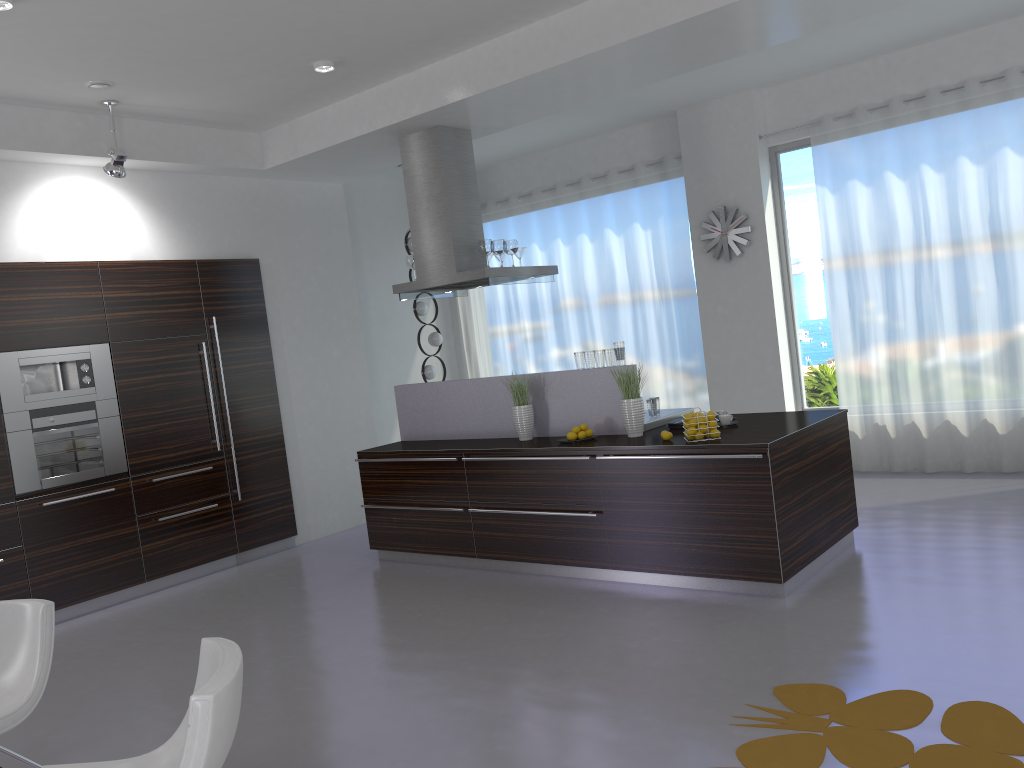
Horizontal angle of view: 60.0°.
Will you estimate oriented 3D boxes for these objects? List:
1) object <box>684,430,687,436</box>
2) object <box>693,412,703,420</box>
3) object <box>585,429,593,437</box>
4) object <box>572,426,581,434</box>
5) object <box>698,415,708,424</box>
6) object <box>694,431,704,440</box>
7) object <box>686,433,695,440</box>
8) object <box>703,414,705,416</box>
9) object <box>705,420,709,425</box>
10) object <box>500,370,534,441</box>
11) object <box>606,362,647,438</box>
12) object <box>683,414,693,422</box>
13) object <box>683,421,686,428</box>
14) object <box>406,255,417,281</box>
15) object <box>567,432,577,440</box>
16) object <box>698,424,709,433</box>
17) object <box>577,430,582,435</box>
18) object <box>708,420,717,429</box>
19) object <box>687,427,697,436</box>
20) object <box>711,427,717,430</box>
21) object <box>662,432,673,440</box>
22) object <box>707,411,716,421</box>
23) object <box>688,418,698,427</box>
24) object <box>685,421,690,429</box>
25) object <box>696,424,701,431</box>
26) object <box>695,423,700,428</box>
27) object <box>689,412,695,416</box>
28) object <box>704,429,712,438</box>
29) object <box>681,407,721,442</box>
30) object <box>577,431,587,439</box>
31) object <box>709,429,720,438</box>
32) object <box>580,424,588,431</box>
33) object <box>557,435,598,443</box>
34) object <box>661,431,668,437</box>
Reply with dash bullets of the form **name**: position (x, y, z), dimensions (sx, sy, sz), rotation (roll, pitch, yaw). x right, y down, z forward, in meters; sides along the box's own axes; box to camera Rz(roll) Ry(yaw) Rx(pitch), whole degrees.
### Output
- **object**: position (1.044, 0.287, 5.226), dimensions (0.060, 0.057, 0.052), rotation (-4, 4, 41)
- **object**: position (1.087, 0.190, 5.178), dimensions (0.051, 0.053, 0.063), rotation (-4, 4, 41)
- **object**: position (0.500, 0.320, 5.782), dimensions (0.063, 0.053, 0.051), rotation (-8, 3, -10)
- **object**: position (0.419, 0.300, 5.778), dimensions (0.061, 0.047, 0.053), rotation (-4, 4, 42)
- **object**: position (1.102, 0.207, 5.110), dimensions (0.063, 0.053, 0.051), rotation (-10, 4, -38)
- **object**: position (1.080, 0.296, 5.115), dimensions (0.063, 0.053, 0.051), rotation (-10, 4, -43)
- **object**: position (1.052, 0.295, 5.166), dimensions (0.074, 0.063, 0.064), rotation (-9, 4, -30)
- **object**: position (1.117, 0.203, 5.239), dimensions (0.063, 0.051, 0.053), rotation (-7, 3, -5)
- **object**: position (1.133, 0.216, 5.176), dimensions (0.055, 0.051, 0.061), rotation (-5, 4, 34)
- **object**: position (0.048, 0.144, 6.140), dimensions (0.269, 0.502, 0.247), rotation (-4, 4, 39)
- **object**: position (0.752, 0.087, 5.598), dimensions (0.269, 0.502, 0.247), rotation (-8, 3, -8)
- **object**: position (1.031, 0.199, 5.199), dimensions (0.053, 0.051, 0.063), rotation (-7, 3, -3)
- **object**: position (1.039, 0.239, 5.243), dimensions (0.053, 0.051, 0.063), rotation (-7, 3, 8)
- **object**: position (-0.783, -0.924, 7.124), dimensions (0.125, 0.221, 0.125), rotation (-9, 4, -26)
- **object**: position (0.390, 0.339, 5.747), dimensions (0.070, 0.058, 0.060), rotation (-5, 4, 38)
- **object**: position (1.105, 0.258, 5.108), dimensions (0.061, 0.055, 0.051), rotation (-6, 3, 18)
- **object**: position (0.454, 0.329, 5.808), dimensions (0.057, 0.060, 0.071), rotation (-4, 4, 41)
- **object**: position (1.157, 0.235, 5.129), dimensions (0.061, 0.054, 0.053), rotation (-7, 3, -5)
- **object**: position (1.036, 0.274, 5.110), dimensions (0.061, 0.054, 0.052), rotation (-6, 3, 16)
- **object**: position (1.168, 0.259, 5.194), dimensions (0.062, 0.053, 0.052), rotation (-8, 3, -14)
- **object**: position (0.925, 0.310, 5.283), dimensions (0.063, 0.051, 0.053), rotation (-4, 4, 43)
- **object**: position (1.156, 0.185, 5.145), dimensions (0.050, 0.060, 0.059), rotation (-5, 4, 39)
- **object**: position (1.048, 0.224, 5.127), dimensions (0.053, 0.052, 0.061), rotation (-10, 4, -38)
- **object**: position (1.043, 0.244, 5.181), dimensions (0.062, 0.053, 0.052), rotation (-7, 3, 11)
- **object**: position (1.097, 0.253, 5.138), dimensions (0.062, 0.053, 0.051), rotation (-10, 4, -43)
- **object**: position (1.088, 0.233, 5.214), dimensions (0.064, 0.053, 0.051), rotation (-4, 4, 42)
- **object**: position (1.063, 0.197, 5.242), dimensions (0.052, 0.060, 0.057), rotation (-5, 4, 27)
- **object**: position (1.146, 0.287, 5.162), dimensions (0.061, 0.055, 0.050), rotation (-7, 3, -5)
- **object**: position (1.100, 0.232, 5.174), dimensions (0.189, 0.174, 0.207), rotation (-7, 3, 4)
- **object**: position (0.454, 0.332, 5.749), dimensions (0.061, 0.054, 0.052), rotation (-6, 3, 16)
- **object**: position (1.166, 0.286, 5.106), dimensions (0.062, 0.052, 0.053), rotation (-8, 3, -11)
- **object**: position (0.468, 0.283, 5.789), dimensions (0.053, 0.048, 0.063), rotation (-7, 3, 5)
- **object**: position (0.427, 0.360, 5.787), dimensions (0.232, 0.020, 0.232), rotation (-10, 4, -42)
- **object**: position (0.923, 0.307, 5.347), dimensions (0.053, 0.051, 0.063), rotation (-7, 3, 8)
